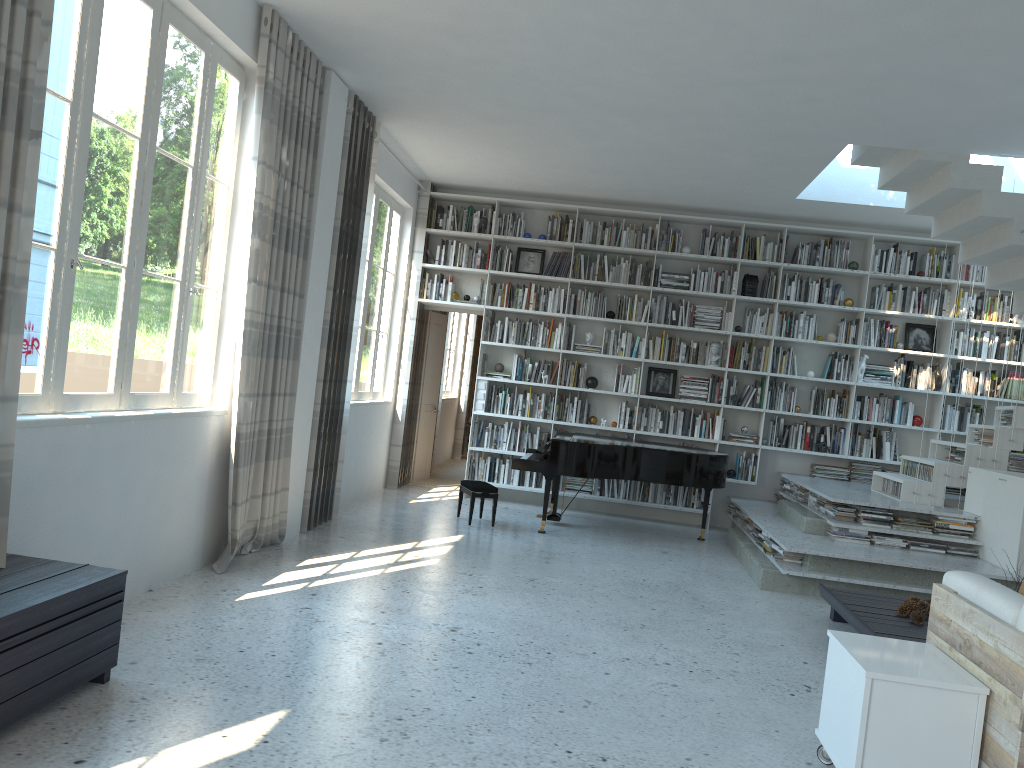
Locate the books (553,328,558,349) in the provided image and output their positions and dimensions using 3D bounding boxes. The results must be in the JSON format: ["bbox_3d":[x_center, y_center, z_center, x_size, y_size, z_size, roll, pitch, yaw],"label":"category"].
[{"bbox_3d":[0.463,-0.470,9.306,0.031,0.223,0.144,7,1,6],"label":"books"}]

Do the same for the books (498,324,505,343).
[{"bbox_3d":[-0.112,-0.526,9.345,0.028,0.204,0.188,7,1,6],"label":"books"}]

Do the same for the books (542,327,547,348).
[{"bbox_3d":[0.346,-0.482,9.325,0.021,0.221,0.148,7,1,6],"label":"books"}]

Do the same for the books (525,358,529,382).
[{"bbox_3d":[0.164,-0.147,9.346,0.022,0.249,0.129,7,1,6],"label":"books"}]

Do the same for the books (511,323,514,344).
[{"bbox_3d":[0.016,-0.525,9.349,0.014,0.230,0.148,7,1,6],"label":"books"}]

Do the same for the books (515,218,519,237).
[{"bbox_3d":[0.058,-1.624,9.335,0.013,0.219,0.181,7,1,6],"label":"books"}]

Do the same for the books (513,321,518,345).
[{"bbox_3d":[0.044,-0.530,9.335,0.021,0.247,0.189,7,1,6],"label":"books"}]

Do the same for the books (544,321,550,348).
[{"bbox_3d":[0.368,-0.516,9.327,0.015,0.293,0.144,7,1,6],"label":"books"}]

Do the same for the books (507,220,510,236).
[{"bbox_3d":[-0.030,-1.621,9.360,0.014,0.192,0.146,7,1,6],"label":"books"}]

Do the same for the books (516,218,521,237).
[{"bbox_3d":[0.074,-1.619,9.327,0.021,0.214,0.173,7,1,6],"label":"books"}]

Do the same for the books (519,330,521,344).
[{"bbox_3d":[0.094,-0.503,9.358,0.010,0.204,0.139,7,1,6],"label":"books"}]

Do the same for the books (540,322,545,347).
[{"bbox_3d":[0.318,-0.512,9.310,0.015,0.275,0.157,7,1,6],"label":"books"}]

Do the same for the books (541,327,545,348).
[{"bbox_3d":[0.329,-0.482,9.323,0.012,0.217,0.160,7,1,6],"label":"books"}]

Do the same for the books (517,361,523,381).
[{"bbox_3d":[0.092,-0.135,9.321,0.029,0.208,0.189,7,1,6],"label":"books"}]

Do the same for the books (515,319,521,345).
[{"bbox_3d":[0.063,-0.540,9.351,0.011,0.271,0.157,7,1,6],"label":"books"}]

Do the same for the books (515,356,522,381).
[{"bbox_3d":[0.068,-0.162,9.353,0.031,0.255,0.143,7,1,6],"label":"books"}]

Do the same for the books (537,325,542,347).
[{"bbox_3d":[0.298,-0.498,9.341,0.028,0.242,0.131,7,1,6],"label":"books"}]

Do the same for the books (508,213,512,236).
[{"bbox_3d":[-0.013,-1.653,9.345,0.016,0.261,0.154,7,1,6],"label":"books"}]

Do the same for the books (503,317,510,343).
[{"bbox_3d":[-0.059,-0.559,9.361,0.023,0.281,0.174,7,1,6],"label":"books"}]

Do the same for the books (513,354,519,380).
[{"bbox_3d":[0.040,-0.173,9.348,0.024,0.273,0.150,7,1,6],"label":"books"}]

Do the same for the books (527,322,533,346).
[{"bbox_3d":[0.194,-0.518,9.339,0.021,0.256,0.156,7,1,6],"label":"books"}]

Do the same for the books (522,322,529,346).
[{"bbox_3d":[0.148,-0.523,9.351,0.048,0.256,0.141,7,1,6],"label":"books"}]

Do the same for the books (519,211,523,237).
[{"bbox_3d":[0.095,-1.661,9.344,0.007,0.301,0.145,7,1,6],"label":"books"}]

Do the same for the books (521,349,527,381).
[{"bbox_3d":[0.122,-0.196,9.351,0.011,0.336,0.153,7,1,6],"label":"books"}]

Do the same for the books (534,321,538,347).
[{"bbox_3d":[0.257,-0.518,9.325,0.012,0.272,0.145,7,1,6],"label":"books"}]

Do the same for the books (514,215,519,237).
[{"bbox_3d":[0.049,-1.642,9.346,0.013,0.253,0.129,7,1,6],"label":"books"}]

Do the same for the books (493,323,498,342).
[{"bbox_3d":[-0.165,-0.535,9.377,0.042,0.209,0.143,7,1,6],"label":"books"}]

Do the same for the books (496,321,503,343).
[{"bbox_3d":[-0.134,-0.545,9.357,0.022,0.235,0.177,7,1,6],"label":"books"}]

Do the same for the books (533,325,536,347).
[{"bbox_3d":[0.242,-0.497,9.332,0.013,0.228,0.151,7,1,6],"label":"books"}]

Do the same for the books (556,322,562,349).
[{"bbox_3d":[0.495,-0.497,9.308,0.027,0.286,0.148,7,1,6],"label":"books"}]

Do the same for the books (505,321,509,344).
[{"bbox_3d":[-0.045,-0.540,9.351,0.011,0.246,0.176,7,1,6],"label":"books"}]

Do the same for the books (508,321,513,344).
[{"bbox_3d":[-0.013,-0.535,9.371,0.049,0.243,0.139,7,1,6],"label":"books"}]

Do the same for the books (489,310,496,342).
[{"bbox_3d":[-0.209,-0.603,9.356,0.012,0.334,0.184,7,1,6],"label":"books"}]

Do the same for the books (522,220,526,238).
[{"bbox_3d":[0.128,-1.611,9.346,0.013,0.210,0.136,7,1,6],"label":"books"}]

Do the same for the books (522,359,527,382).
[{"bbox_3d":[0.137,-0.142,9.355,0.030,0.231,0.148,7,1,6],"label":"books"}]

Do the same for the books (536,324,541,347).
[{"bbox_3d":[0.278,-0.505,9.334,0.011,0.252,0.139,7,1,6],"label":"books"}]

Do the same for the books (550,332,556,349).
[{"bbox_3d":[0.430,-0.453,9.310,0.030,0.183,0.151,7,1,6],"label":"books"}]

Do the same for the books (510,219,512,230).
[{"bbox_3d":[-0.001,-1.658,9.342,0.007,0.272,0.154,7,1,6],"label":"books"}]

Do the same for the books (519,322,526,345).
[{"bbox_3d":[0.111,-0.520,9.338,0.023,0.242,0.184,7,1,6],"label":"books"}]

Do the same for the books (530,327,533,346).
[{"bbox_3d":[0.212,-0.489,9.338,0.021,0.205,0.130,7,1,6],"label":"books"}]

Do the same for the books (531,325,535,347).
[{"bbox_3d":[0.228,-0.500,9.321,0.013,0.229,0.177,7,1,6],"label":"books"}]

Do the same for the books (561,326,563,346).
[{"bbox_3d":[0.525,-0.480,9.305,0.036,0.257,0.123,7,1,6],"label":"books"}]

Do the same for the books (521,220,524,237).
[{"bbox_3d":[0.113,-1.609,9.337,0.014,0.202,0.170,7,1,6],"label":"books"}]

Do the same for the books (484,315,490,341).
[{"bbox_3d":[-0.269,-0.585,9.392,0.012,0.285,0.159,7,1,6],"label":"books"}]

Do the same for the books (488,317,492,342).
[{"bbox_3d":[-0.231,-0.571,9.362,0.027,0.266,0.176,7,1,6],"label":"books"}]

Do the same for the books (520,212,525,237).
[{"bbox_3d":[0.106,-1.656,9.355,0.015,0.293,0.130,7,1,6],"label":"books"}]

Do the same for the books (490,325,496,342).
[{"bbox_3d":[-0.192,-0.525,9.361,0.037,0.182,0.189,7,1,6],"label":"books"}]

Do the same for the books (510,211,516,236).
[{"bbox_3d":[0.008,-1.660,9.326,0.015,0.279,0.190,7,1,6],"label":"books"}]

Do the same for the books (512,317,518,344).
[{"bbox_3d":[0.032,-0.555,9.345,0.011,0.293,0.183,7,1,6],"label":"books"}]

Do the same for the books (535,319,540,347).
[{"bbox_3d":[0.271,-0.533,9.339,0.011,0.304,0.130,7,1,6],"label":"books"}]

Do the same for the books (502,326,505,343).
[{"bbox_3d":[-0.084,-0.515,9.386,0.021,0.187,0.129,7,1,6],"label":"books"}]

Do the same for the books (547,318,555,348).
[{"bbox_3d":[0.406,-0.528,9.309,0.035,0.326,0.170,7,1,6],"label":"books"}]

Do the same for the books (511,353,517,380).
[{"bbox_3d":[0.024,-0.182,9.351,0.012,0.285,0.159,7,1,6],"label":"books"}]

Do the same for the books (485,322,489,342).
[{"bbox_3d":[-0.256,-0.546,9.382,0.026,0.209,0.155,7,1,6],"label":"books"}]

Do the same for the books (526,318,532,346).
[{"bbox_3d":[0.179,-0.541,9.330,0.013,0.300,0.151,7,1,6],"label":"books"}]

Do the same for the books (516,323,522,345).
[{"bbox_3d":[0.077,-0.521,9.333,0.024,0.237,0.167,7,1,6],"label":"books"}]

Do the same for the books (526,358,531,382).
[{"bbox_3d":[0.178,-0.146,9.326,0.011,0.250,0.172,7,1,6],"label":"books"}]

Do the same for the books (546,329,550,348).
[{"bbox_3d":[0.375,-0.470,9.312,0.013,0.203,0.161,7,1,6],"label":"books"}]

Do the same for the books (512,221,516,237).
[{"bbox_3d":[0.025,-1.610,9.343,0.026,0.182,0.161,7,1,6],"label":"books"}]
